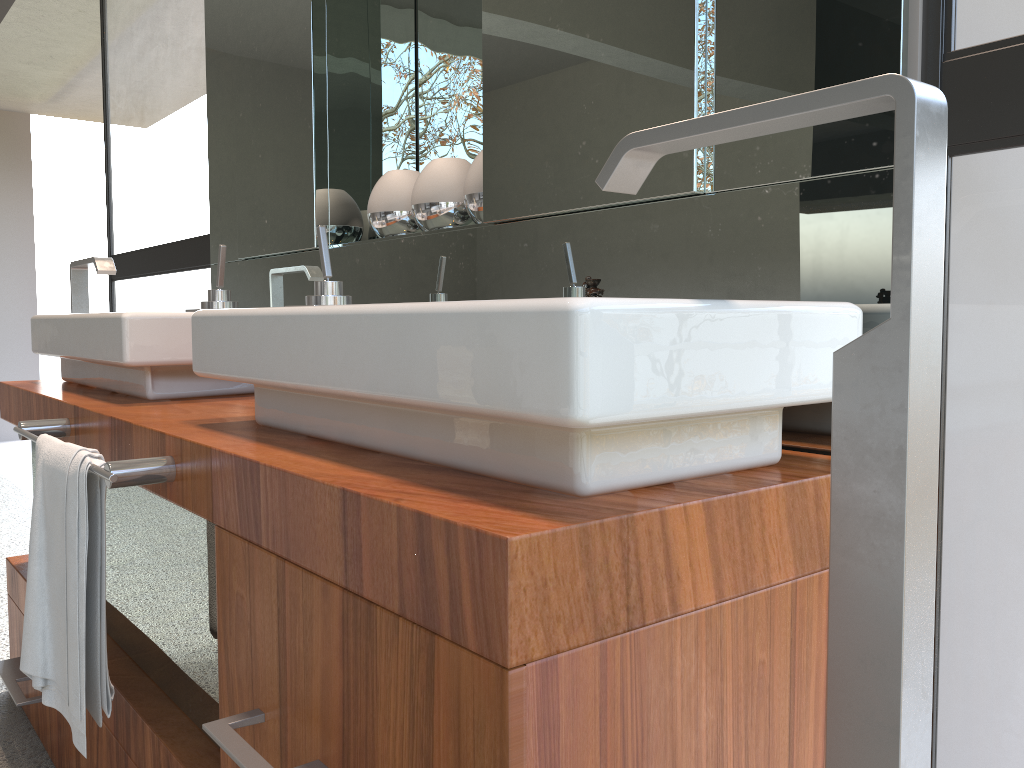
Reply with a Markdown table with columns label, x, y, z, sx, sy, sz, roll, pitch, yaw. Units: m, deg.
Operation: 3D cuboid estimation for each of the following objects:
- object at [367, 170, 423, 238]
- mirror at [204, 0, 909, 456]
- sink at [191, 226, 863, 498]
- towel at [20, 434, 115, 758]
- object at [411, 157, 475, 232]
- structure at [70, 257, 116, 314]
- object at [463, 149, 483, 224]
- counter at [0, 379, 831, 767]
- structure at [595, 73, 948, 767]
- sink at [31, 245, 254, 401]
| label | x | y | z | sx | sy | sz | roll | pitch | yaw |
| --- | --- | --- | --- | --- | --- | --- | --- | --- | --- |
| object | -0.204 | -0.333 | 1.670 | 0.136 | 0.130 | 0.136 | 0 | 4 | 4 |
| mirror | -0.115 | -0.776 | 1.555 | 0.253 | 1.616 | 1.791 | -3 | 5 | -38 |
| sink | -0.052 | -0.070 | 0.978 | 0.352 | 0.266 | 0.750 | -3 | 5 | -38 |
| towel | -0.596 | 0.259 | 1.169 | 0.079 | 0.368 | 0.302 | -3 | 5 | -38 |
| object | -0.108 | -0.324 | 1.550 | 0.136 | 0.130 | 0.136 | 0 | 4 | 4 |
| structure | -1.007 | 0.196 | 2.151 | 0.069 | 0.988 | 0.303 | -3 | 5 | -38 |
| object | -0.010 | -0.316 | 1.427 | 0.136 | 0.130 | 0.136 | 0 | 4 | 4 |
| counter | -0.431 | 0.387 | 1.404 | 0.525 | 0.704 | 1.849 | -3 | 5 | -38 |
| structure | 0.180 | 0.299 | 0.658 | 0.069 | 0.988 | 0.303 | -3 | 5 | -38 |
| sink | -0.713 | -0.127 | 1.808 | 0.352 | 0.266 | 0.750 | -3 | 5 | -38 |
